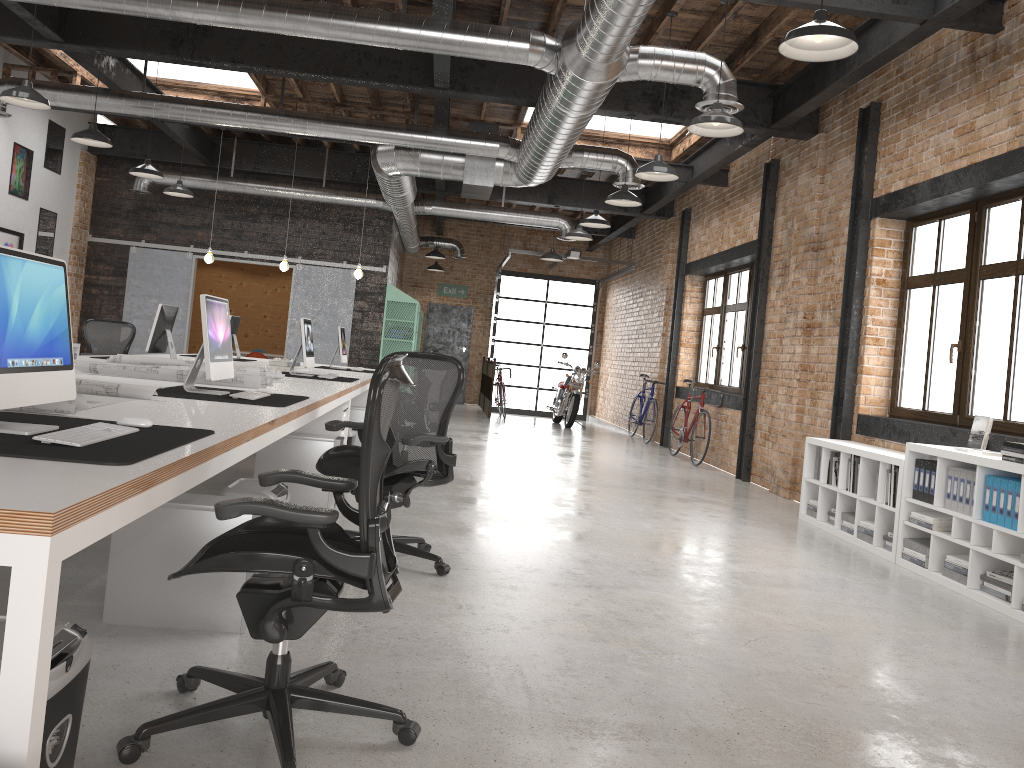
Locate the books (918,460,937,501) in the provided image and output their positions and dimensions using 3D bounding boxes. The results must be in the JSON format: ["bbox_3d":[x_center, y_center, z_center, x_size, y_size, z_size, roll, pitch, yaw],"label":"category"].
[{"bbox_3d":[2.741,0.629,5.690,0.232,0.261,0.062,6,-1,-5],"label":"books"}]

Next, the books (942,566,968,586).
[{"bbox_3d":[2.715,1.135,5.213,0.217,0.072,0.289,5,2,-5],"label":"books"}]

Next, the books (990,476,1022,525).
[{"bbox_3d":[2.797,0.658,4.933,0.232,0.261,0.062,6,-1,-5],"label":"books"}]

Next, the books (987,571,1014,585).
[{"bbox_3d":[2.782,1.070,4.882,0.199,0.055,0.240,5,2,-4],"label":"books"}]

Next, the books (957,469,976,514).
[{"bbox_3d":[2.782,0.646,5.266,0.232,0.261,0.062,6,-1,-5],"label":"books"}]

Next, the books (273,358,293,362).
[{"bbox_3d":[-2.108,-0.221,8.161,0.152,0.030,0.185,5,2,-7],"label":"books"}]

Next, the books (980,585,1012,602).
[{"bbox_3d":[2.760,1.157,4.905,0.184,0.049,0.261,5,2,-4],"label":"books"}]

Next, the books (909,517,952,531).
[{"bbox_3d":[2.681,0.883,5.601,0.206,0.061,0.274,5,2,-5],"label":"books"}]

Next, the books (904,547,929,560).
[{"bbox_3d":[2.661,1.077,5.632,0.214,0.046,0.251,5,2,-5],"label":"books"}]

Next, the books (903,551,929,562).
[{"bbox_3d":[2.659,1.095,5.636,0.219,0.034,0.260,5,2,-5],"label":"books"}]

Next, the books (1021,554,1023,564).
[{"bbox_3d":[2.779,0.921,4.498,0.217,0.072,0.289,5,2,-5],"label":"books"}]

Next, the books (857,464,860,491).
[{"bbox_3d":[2.654,0.721,6.534,0.197,0.240,0.058,6,-1,0],"label":"books"}]

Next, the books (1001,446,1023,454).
[{"bbox_3d":[2.837,0.372,4.809,0.211,0.023,0.259,5,2,-5],"label":"books"}]

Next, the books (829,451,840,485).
[{"bbox_3d":[2.628,0.683,7.008,0.221,0.283,0.061,6,-1,0],"label":"books"}]

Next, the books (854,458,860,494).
[{"bbox_3d":[2.657,0.699,6.570,0.221,0.283,0.061,6,-1,0],"label":"books"}]

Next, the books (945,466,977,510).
[{"bbox_3d":[2.772,0.641,5.393,0.232,0.261,0.062,6,-1,-5],"label":"books"}]

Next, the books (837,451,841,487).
[{"bbox_3d":[2.671,0.657,6.858,0.259,0.351,0.065,6,-1,0],"label":"books"}]

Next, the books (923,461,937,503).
[{"bbox_3d":[2.746,0.632,5.625,0.232,0.261,0.062,6,-1,-5],"label":"books"}]

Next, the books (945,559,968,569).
[{"bbox_3d":[2.721,1.058,5.199,0.219,0.039,0.260,5,2,-5],"label":"books"}]

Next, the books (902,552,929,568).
[{"bbox_3d":[2.653,1.120,5.643,0.206,0.061,0.274,5,2,-5],"label":"books"}]

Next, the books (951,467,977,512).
[{"bbox_3d":[2.777,0.644,5.330,0.232,0.261,0.062,6,-1,-5],"label":"books"}]

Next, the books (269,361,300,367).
[{"bbox_3d":[-2.096,-0.188,8.160,0.193,0.044,0.257,6,2,13],"label":"books"}]

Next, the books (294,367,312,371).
[{"bbox_3d":[-2.172,-0.154,8.906,0.244,0.019,0.205,7,2,33],"label":"books"}]

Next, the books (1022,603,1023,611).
[{"bbox_3d":[2.769,1.167,4.485,0.206,0.061,0.274,5,2,-5],"label":"books"}]

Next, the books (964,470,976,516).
[{"bbox_3d":[2.788,0.649,5.201,0.232,0.261,0.062,6,-1,-5],"label":"books"}]

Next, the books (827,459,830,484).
[{"bbox_3d":[2.649,0.648,7.041,0.271,0.355,0.063,6,-1,0],"label":"books"}]

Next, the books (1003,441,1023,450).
[{"bbox_3d":[2.836,0.346,4.818,0.190,0.028,0.239,6,2,-3],"label":"books"}]

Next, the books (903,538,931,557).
[{"bbox_3d":[2.667,1.041,5.651,0.217,0.078,0.291,5,2,-5],"label":"books"}]

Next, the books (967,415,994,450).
[{"bbox_3d":[3.004,0.315,5.683,0.065,0.224,0.161,6,0,-5],"label":"books"}]

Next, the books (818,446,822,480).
[{"bbox_3d":[2.638,0.651,7.234,0.249,0.333,0.060,6,-1,0],"label":"books"}]

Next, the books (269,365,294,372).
[{"bbox_3d":[-2.122,-0.143,8.143,0.200,0.050,0.272,5,2,-7],"label":"books"}]

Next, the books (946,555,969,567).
[{"bbox_3d":[2.722,1.040,5.195,0.214,0.052,0.252,5,2,-5],"label":"books"}]

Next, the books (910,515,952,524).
[{"bbox_3d":[2.687,0.857,5.593,0.219,0.034,0.260,5,2,-5],"label":"books"}]

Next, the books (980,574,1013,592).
[{"bbox_3d":[2.782,1.102,4.906,0.222,0.055,0.282,5,2,-4],"label":"books"}]

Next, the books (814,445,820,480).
[{"bbox_3d":[2.642,0.641,7.296,0.259,0.351,0.065,6,-1,0],"label":"books"}]

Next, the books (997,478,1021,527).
[{"bbox_3d":[2.802,0.660,4.869,0.232,0.261,0.062,6,-1,-5],"label":"books"}]

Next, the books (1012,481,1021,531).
[{"bbox_3d":[2.813,0.665,4.739,0.232,0.261,0.062,6,-1,-5],"label":"books"}]

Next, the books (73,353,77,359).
[{"bbox_3d":[-2.828,-0.177,5.404,0.193,0.044,0.257,6,2,13],"label":"books"}]

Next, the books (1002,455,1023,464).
[{"bbox_3d":[2.831,0.422,4.808,0.191,0.032,0.259,6,2,-3],"label":"books"}]

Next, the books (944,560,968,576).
[{"bbox_3d":[2.714,1.084,5.206,0.206,0.067,0.275,5,2,-5],"label":"books"}]

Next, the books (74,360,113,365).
[{"bbox_3d":[-2.905,-0.143,6.149,0.244,0.019,0.205,7,2,33],"label":"books"}]

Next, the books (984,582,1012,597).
[{"bbox_3d":[2.756,1.128,4.891,0.163,0.047,0.239,5,2,-4],"label":"books"}]

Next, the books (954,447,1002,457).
[{"bbox_3d":[2.827,0.411,5.337,0.174,0.021,0.273,5,2,-5],"label":"books"}]

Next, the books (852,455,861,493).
[{"bbox_3d":[2.677,0.664,6.603,0.271,0.355,0.063,6,-1,0],"label":"books"}]

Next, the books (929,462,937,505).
[{"bbox_3d":[2.752,0.634,5.561,0.232,0.261,0.062,6,-1,-5],"label":"books"}]

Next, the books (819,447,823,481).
[{"bbox_3d":[2.645,0.662,7.202,0.265,0.315,0.025,6,-1,0],"label":"books"}]

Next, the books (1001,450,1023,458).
[{"bbox_3d":[2.826,0.393,4.816,0.191,0.023,0.242,5,2,-7],"label":"books"}]

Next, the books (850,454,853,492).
[{"bbox_3d":[2.675,0.663,6.633,0.259,0.353,0.070,6,-1,0],"label":"books"}]

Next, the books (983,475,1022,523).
[{"bbox_3d":[2.792,0.655,4.997,0.232,0.261,0.062,6,-1,-5],"label":"books"}]

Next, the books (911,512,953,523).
[{"bbox_3d":[2.688,0.839,5.589,0.214,0.046,0.251,5,2,-5],"label":"books"}]

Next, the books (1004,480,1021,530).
[{"bbox_3d":[2.808,0.663,4.804,0.232,0.261,0.062,6,-1,-5],"label":"books"}]

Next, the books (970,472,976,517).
[{"bbox_3d":[2.793,0.651,5.136,0.232,0.261,0.062,6,-1,-5],"label":"books"}]

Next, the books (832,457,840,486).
[{"bbox_3d":[2.625,0.705,6.972,0.197,0.240,0.058,6,-1,0],"label":"books"}]
